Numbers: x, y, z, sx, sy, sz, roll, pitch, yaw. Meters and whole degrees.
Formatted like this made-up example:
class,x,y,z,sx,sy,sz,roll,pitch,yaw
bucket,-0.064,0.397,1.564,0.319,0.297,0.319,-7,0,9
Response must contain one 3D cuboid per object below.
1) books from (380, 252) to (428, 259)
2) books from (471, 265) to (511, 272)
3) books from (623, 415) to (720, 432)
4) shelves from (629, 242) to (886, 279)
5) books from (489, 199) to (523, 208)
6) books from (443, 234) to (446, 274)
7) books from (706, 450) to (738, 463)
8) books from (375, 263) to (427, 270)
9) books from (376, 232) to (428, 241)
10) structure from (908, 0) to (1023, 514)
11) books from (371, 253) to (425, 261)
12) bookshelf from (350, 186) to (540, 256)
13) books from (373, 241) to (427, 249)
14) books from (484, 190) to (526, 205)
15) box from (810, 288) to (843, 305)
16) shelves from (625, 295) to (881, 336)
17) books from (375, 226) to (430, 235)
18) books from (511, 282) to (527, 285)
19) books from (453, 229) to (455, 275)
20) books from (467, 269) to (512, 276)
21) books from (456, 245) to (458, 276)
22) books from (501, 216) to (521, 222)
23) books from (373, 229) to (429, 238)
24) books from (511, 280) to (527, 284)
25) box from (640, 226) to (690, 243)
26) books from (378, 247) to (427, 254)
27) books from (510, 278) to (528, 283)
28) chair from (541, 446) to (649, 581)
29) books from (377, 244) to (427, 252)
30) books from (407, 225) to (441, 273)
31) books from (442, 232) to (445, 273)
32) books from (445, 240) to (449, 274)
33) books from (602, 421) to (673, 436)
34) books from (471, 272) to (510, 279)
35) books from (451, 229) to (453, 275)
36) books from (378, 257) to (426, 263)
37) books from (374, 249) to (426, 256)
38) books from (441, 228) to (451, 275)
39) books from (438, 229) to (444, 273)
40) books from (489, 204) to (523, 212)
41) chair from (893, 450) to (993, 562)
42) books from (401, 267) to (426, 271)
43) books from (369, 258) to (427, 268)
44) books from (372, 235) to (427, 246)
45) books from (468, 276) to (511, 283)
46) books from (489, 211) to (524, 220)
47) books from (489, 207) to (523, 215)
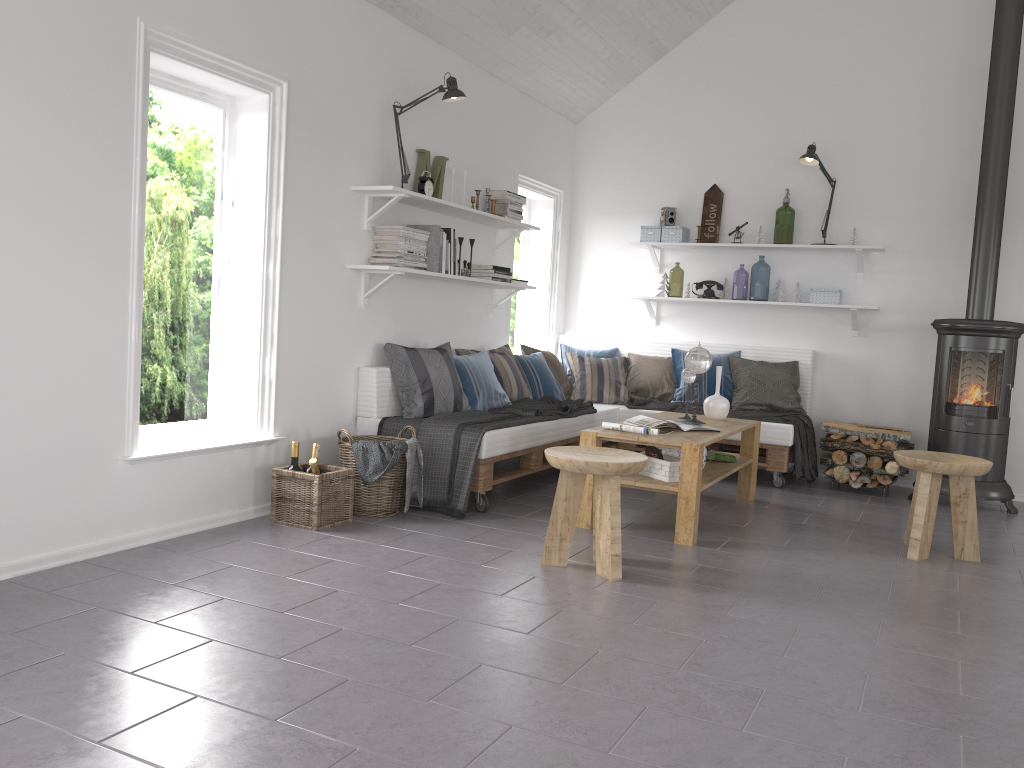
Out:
class,x,y,z,sx,sy,sz,roll,pitch,yaw
books,-0.611,-0.726,4.998,0.161,0.013,0.256,5,5,26
books,-0.150,-0.765,5.874,0.190,0.028,0.239,6,5,28
books,0.855,0.211,4.754,0.422,0.049,0.300,2,4,-19
shelves,1.766,-0.917,6.557,1.820,0.212,0.269,5,5,26
books,-0.049,-1.219,5.992,0.161,0.027,0.223,5,5,26
books,-0.481,-0.766,5.207,0.200,0.236,0.031,5,5,26
books,1.049,0.395,5.158,0.445,0.079,0.301,2,5,-23
books,-0.624,-0.659,4.983,0.159,0.012,0.285,5,5,26
books,-0.619,-0.827,4.980,0.174,0.021,0.273,5,5,26
structure,3.054,-1.662,5.625,0.643,4.887,0.626,4,4,2
books,-0.644,-0.712,4.989,0.182,0.016,0.288,5,5,26
bookshelf,-0.335,-0.962,5.445,0.269,0.212,1.820,5,5,26
books,-0.635,-0.783,4.993,0.182,0.016,0.288,5,5,26
books,-0.045,-1.260,6.001,0.176,0.053,0.290,5,5,26
box,2.247,-0.621,6.343,0.202,0.110,0.137,5,5,26
shelves,1.742,-0.508,6.587,1.820,0.212,0.269,5,5,26
books,-0.610,-0.860,4.965,0.182,0.016,0.288,5,5,26
books,-0.027,-0.691,6.132,0.187,0.014,0.253,5,5,26
books,-0.433,-0.789,5.303,0.210,0.274,0.048,5,5,26
books,-0.150,-0.740,5.885,0.212,0.023,0.258,5,5,26
books,-0.400,-0.746,5.347,0.152,0.185,0.045,5,5,26
books,-0.068,-1.108,5.996,0.172,0.032,0.239,5,5,26
books,-0.618,-0.846,4.977,0.182,0.016,0.288,5,5,26
books,-0.029,-0.705,6.127,0.187,0.014,0.248,5,5,24
box,1.192,-1.147,6.880,0.332,0.131,0.242,5,5,26
books,-0.616,-0.750,4.987,0.161,0.012,0.254,5,5,26
books,-0.033,-0.718,6.131,0.202,0.012,0.251,6,5,28
chair,0.336,0.528,3.703,0.431,0.479,0.431,5,5,24
books,-0.620,-0.766,4.996,0.167,0.017,0.263,5,5,26
books,-0.516,-0.780,5.124,0.200,0.271,0.050,5,5,26
books,-0.488,-0.769,5.191,0.205,0.243,0.019,5,5,26
books,-0.439,-0.747,5.221,0.141,0.203,0.044,5,5,26
books,0.643,0.221,4.528,0.300,0.043,0.229,6,5,30
books,-0.148,-0.717,5.876,0.191,0.023,0.242,5,5,24
books,-0.442,-0.787,5.281,0.200,0.272,0.054,5,5,26
books,-0.623,-0.698,4.998,0.161,0.013,0.254,5,5,26
books,-0.627,-0.738,4.981,0.159,0.012,0.285,5,5,26
books,-0.448,-0.787,5.263,0.200,0.274,0.038,5,5,26
books,-0.493,-0.775,5.166,0.193,0.257,0.046,5,5,26
books,-0.043,-1.194,6.020,0.161,0.026,0.223,5,5,26
chair,2.053,0.590,4.278,0.431,0.479,0.431,5,5,23
books,-0.621,-0.647,4.999,0.161,0.012,0.254,5,5,26
books,-0.636,-0.679,4.975,0.176,0.025,0.331,5,5,26
books,-0.635,-0.805,4.988,0.180,0.028,0.296,5,5,26
books,-0.152,-0.690,5.888,0.191,0.032,0.258,6,5,28
books,-0.051,-1.139,6.001,0.172,0.032,0.239,5,5,26
books,-0.049,-1.168,6.005,0.152,0.024,0.238,5,5,26
